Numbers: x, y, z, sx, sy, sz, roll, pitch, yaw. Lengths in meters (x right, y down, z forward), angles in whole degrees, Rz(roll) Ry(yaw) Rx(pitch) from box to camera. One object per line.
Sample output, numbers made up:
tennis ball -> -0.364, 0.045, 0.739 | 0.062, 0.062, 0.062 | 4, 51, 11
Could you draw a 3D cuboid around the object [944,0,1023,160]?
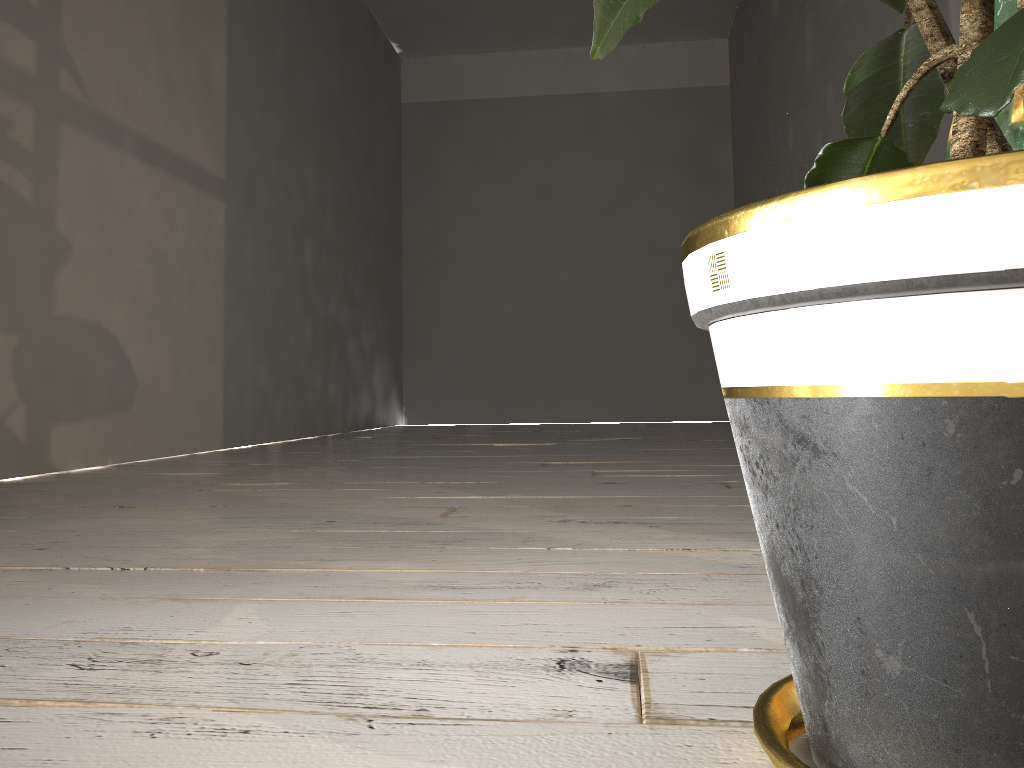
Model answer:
object -> 0.616, -0.349, 1.064 | 0.216, 1.129, 0.214 | -1, -5, 1
